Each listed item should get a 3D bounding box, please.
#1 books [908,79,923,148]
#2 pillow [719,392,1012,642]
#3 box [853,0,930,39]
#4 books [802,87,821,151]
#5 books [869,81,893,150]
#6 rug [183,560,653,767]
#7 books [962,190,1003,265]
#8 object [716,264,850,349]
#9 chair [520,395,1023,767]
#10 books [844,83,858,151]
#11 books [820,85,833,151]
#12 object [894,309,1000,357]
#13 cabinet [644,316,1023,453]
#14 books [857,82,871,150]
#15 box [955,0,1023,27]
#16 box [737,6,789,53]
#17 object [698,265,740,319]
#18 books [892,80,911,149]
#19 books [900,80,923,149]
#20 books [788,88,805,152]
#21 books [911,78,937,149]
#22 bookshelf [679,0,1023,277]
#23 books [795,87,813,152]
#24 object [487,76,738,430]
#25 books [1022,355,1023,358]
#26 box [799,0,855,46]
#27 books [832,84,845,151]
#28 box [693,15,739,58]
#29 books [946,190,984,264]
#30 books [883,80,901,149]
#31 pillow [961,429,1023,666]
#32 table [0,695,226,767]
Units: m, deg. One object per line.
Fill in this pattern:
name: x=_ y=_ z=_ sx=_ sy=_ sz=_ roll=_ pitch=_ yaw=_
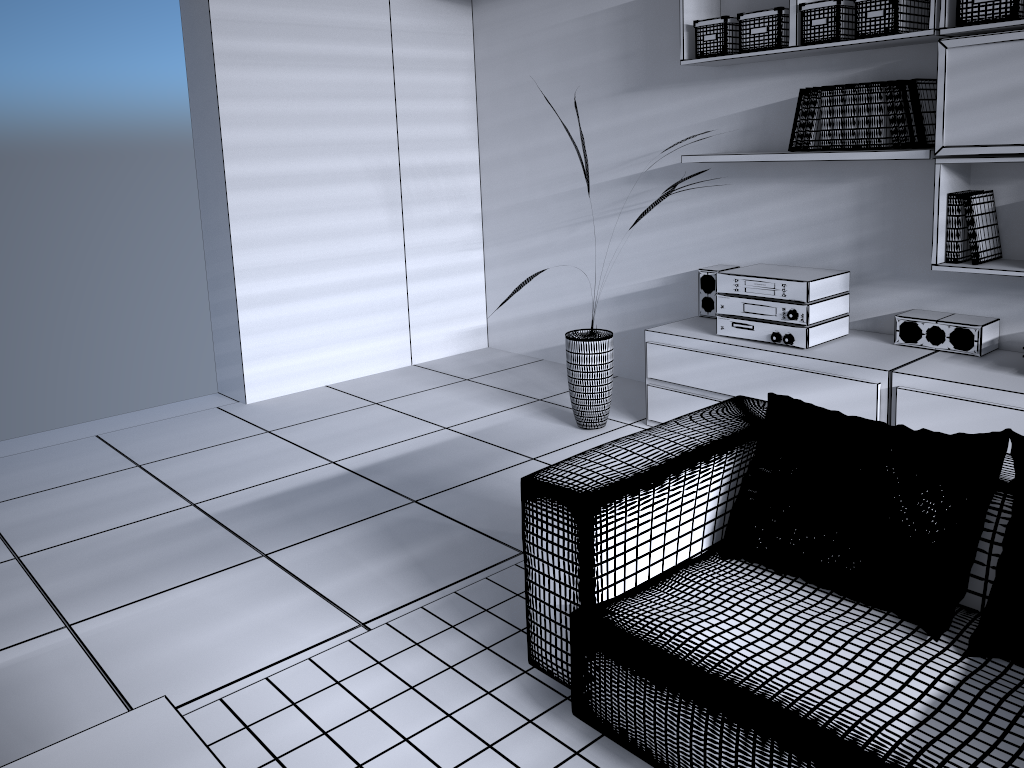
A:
books: x=1.579 y=-1.028 z=3.349 sx=0.210 sy=0.253 sz=0.073 roll=-13 pitch=14 yaw=-40
pillow: x=0.760 y=0.273 z=1.992 sx=0.344 sy=0.381 sz=0.572 roll=-14 pitch=17 yaw=-42
box: x=1.449 y=-1.402 z=3.359 sx=0.284 sy=0.159 sz=0.181 roll=-14 pitch=17 yaw=-40
books: x=1.290 y=-1.100 z=3.659 sx=0.210 sy=0.255 sz=0.075 roll=-13 pitch=14 yaw=-41
books: x=1.473 y=-1.052 z=3.455 sx=0.210 sy=0.254 sz=0.050 roll=-13 pitch=14 yaw=-40
rug: x=0.610 y=0.799 z=1.818 sx=1.820 sy=0.001 sz=2.256 roll=-15 pitch=20 yaw=-39
books: x=1.732 y=-0.578 z=3.247 sx=0.210 sy=0.255 sz=0.075 roll=-12 pitch=14 yaw=-40
object: x=1.131 y=-0.338 z=3.710 sx=0.351 sy=0.264 sz=0.435 roll=-14 pitch=18 yaw=-39
chair: x=0.869 y=0.528 z=1.735 sx=0.971 sy=0.541 sz=1.666 roll=-14 pitch=19 yaw=-39
books: x=1.401 y=-1.069 z=3.529 sx=0.210 sy=0.254 sz=0.050 roll=-13 pitch=14 yaw=-40
books: x=1.337 y=-1.089 z=3.611 sx=0.210 sy=0.254 sz=0.050 roll=-12 pitch=14 yaw=-40
object: x=1.687 y=-0.202 z=3.430 sx=0.179 sy=0.117 sz=0.332 roll=-14 pitch=18 yaw=-39
cabinet: x=1.554 y=0.117 z=3.344 sx=0.580 sy=0.440 sz=2.294 roll=-13 pitch=18 yaw=-39
books: x=1.441 y=-1.062 z=3.495 sx=0.210 sy=0.254 sz=0.050 roll=-13 pitch=14 yaw=-40
box: x=1.706 y=-1.334 z=3.069 sx=0.284 sy=0.159 sz=0.214 roll=-14 pitch=18 yaw=-39
box: x=1.121 y=-1.490 z=3.730 sx=0.284 sy=0.159 sz=0.213 roll=-14 pitch=18 yaw=-39
object: x=0.988 y=-0.441 z=4.209 sx=0.179 sy=0.227 sz=0.120 roll=-12 pitch=15 yaw=-40
books: x=1.535 y=-1.035 z=3.381 sx=0.210 sy=0.255 sz=0.075 roll=-13 pitch=14 yaw=-40
books: x=1.553 y=-1.026 z=3.355 sx=0.210 sy=0.253 sz=0.073 roll=-12 pitch=14 yaw=-40
books: x=1.244 y=-1.108 z=3.704 sx=0.210 sy=0.253 sz=0.073 roll=-13 pitch=14 yaw=-41
books: x=1.576 y=-1.018 z=3.315 sx=0.210 sy=0.253 sz=0.073 roll=-13 pitch=14 yaw=-41
bookshelf: x=1.798 y=-1.008 z=3.040 sx=0.331 sy=1.227 sz=2.847 roll=-11 pitch=16 yaw=-40
books: x=1.269 y=-1.105 z=3.682 sx=0.210 sy=0.255 sz=0.075 roll=-13 pitch=14 yaw=-40
object: x=0.445 y=-0.587 z=3.957 sx=1.176 sy=1.555 sz=0.255 roll=-4 pitch=10 yaw=-9
books: x=1.966 y=-0.085 z=2.909 sx=0.288 sy=0.008 sz=0.420 roll=-15 pitch=19 yaw=-38
box: x=1.300 y=-1.442 z=3.528 sx=0.284 sy=0.159 sz=0.176 roll=-14 pitch=17 yaw=-39
books: x=1.371 y=-1.080 z=3.572 sx=0.210 sy=0.254 sz=0.050 roll=-13 pitch=14 yaw=-40
box: x=0.960 y=-1.533 z=3.912 sx=0.284 sy=0.159 sz=0.176 roll=-14 pitch=17 yaw=-40
books: x=1.691 y=-0.590 z=3.296 sx=0.210 sy=0.254 sz=0.050 roll=-13 pitch=14 yaw=-40
books: x=1.514 y=-1.040 z=3.406 sx=0.210 sy=0.255 sz=0.075 roll=-12 pitch=14 yaw=-40
pillow: x=1.142 y=0.353 z=1.555 sx=0.304 sy=0.390 sz=0.571 roll=-13 pitch=17 yaw=-42
table: x=-0.441 y=0.900 z=0.902 sx=0.658 sy=0.381 sz=1.213 roll=-14 pitch=19 yaw=-39
